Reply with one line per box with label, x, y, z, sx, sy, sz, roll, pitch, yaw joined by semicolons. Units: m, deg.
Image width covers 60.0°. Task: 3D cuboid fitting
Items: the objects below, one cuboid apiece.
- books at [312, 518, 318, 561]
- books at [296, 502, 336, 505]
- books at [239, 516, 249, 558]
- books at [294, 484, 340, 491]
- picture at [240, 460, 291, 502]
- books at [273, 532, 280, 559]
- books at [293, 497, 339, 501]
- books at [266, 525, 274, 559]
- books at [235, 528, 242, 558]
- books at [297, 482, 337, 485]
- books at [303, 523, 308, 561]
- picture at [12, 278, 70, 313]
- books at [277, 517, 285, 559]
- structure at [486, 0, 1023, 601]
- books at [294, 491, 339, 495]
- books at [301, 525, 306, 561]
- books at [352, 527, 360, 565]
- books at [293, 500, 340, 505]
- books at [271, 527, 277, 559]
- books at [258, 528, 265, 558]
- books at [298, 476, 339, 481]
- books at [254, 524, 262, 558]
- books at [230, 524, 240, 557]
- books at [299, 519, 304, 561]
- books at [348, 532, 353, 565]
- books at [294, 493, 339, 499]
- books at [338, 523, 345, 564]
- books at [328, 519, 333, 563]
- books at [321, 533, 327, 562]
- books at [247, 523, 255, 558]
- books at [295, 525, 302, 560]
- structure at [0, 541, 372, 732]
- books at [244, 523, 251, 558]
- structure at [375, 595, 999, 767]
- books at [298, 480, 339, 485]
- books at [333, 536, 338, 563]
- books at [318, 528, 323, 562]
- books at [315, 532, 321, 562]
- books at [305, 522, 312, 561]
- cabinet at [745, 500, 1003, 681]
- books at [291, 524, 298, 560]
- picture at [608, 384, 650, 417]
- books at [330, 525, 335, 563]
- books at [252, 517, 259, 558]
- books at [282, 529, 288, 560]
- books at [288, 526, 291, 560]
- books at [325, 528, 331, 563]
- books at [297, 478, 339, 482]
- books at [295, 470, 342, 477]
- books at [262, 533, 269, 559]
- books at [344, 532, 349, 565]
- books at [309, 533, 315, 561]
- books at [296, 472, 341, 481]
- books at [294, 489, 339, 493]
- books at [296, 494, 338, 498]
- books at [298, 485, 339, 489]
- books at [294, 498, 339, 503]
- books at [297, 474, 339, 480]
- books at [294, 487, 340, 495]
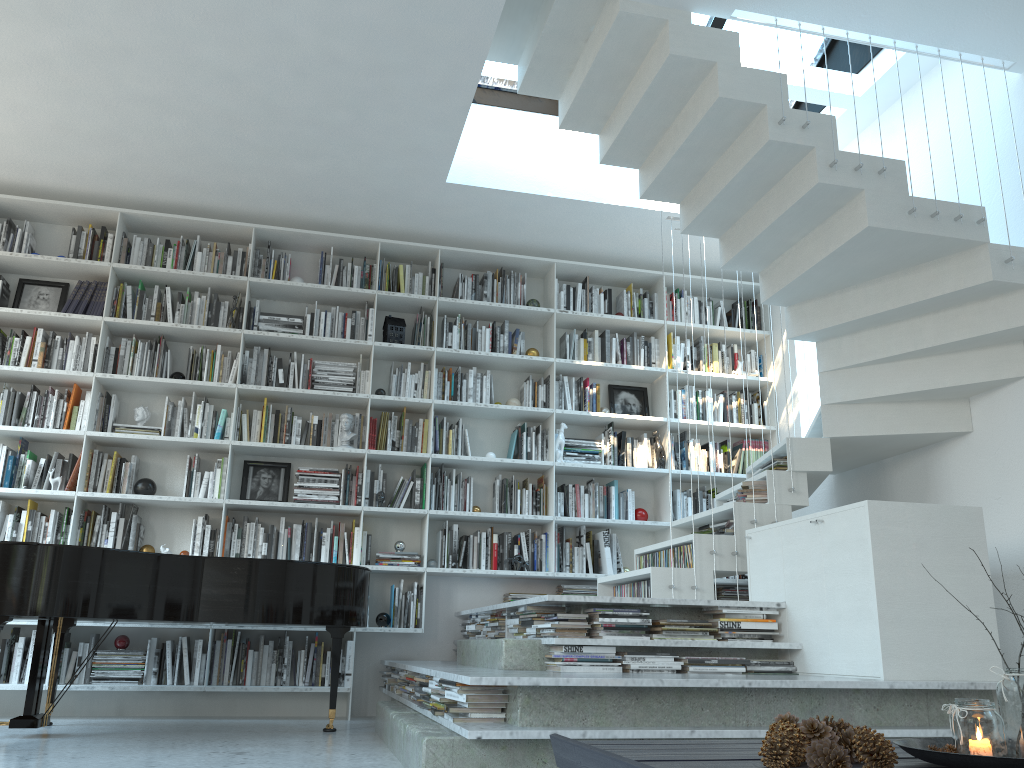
books;-1.263;1.016;5.680;0.012;0.295;0.178;5;-16;-12
books;-1.272;0.791;5.751;0.254;0.012;0.161;4;-17;-11
books;-1.694;0.989;5.605;0.027;0.289;0.141;5;-16;-12
books;-1.267;0.675;5.777;0.285;0.012;0.160;3;-17;-8
picture;-1.601;0.649;5.763;0.300;0.299;0.078;5;-16;-13
books;-1.490;1.043;5.608;0.023;0.196;0.165;5;-17;-12
books;-1.269;0.755;5.754;0.285;0.012;0.160;3;-17;-8
books;-1.528;1.020;5.608;0.029;0.237;0.166;5;-17;-12
books;-1.716;1.022;5.573;0.024;0.207;0.170;5;-17;-12
books;-1.268;0.664;5.785;0.254;0.012;0.161;4;-17;-10
books;-1.322;1.028;5.664;0.010;0.260;0.182;5;-17;-12
picture;-3.053;-0.536;5.737;0.300;0.299;0.078;5;-16;-13
books;-1.468;1.003;5.639;0.026;0.290;0.152;5;-16;-12
structure;1.049;-0.236;4.679;2.614;3.371;1.960;5;-16;-13
books;-1.271;0.723;5.773;0.285;0.012;0.160;5;-17;-12
books;-1.335;1.035;5.671;0.011;0.251;0.159;5;-16;-12
books;-1.009;1.058;5.718;0.033;0.245;0.176;5;-17;-12
books;-1.270;0.777;5.747;0.285;0.012;0.160;6;-17;-17
books;-1.510;1.028;5.621;0.013;0.229;0.139;5;-16;-12
books;-1.581;1.025;5.591;0.023;0.216;0.175;5;-17;-12
books;-1.268;0.629;5.795;0.254;0.012;0.161;6;-17;-15
books;-1.607;1.016;5.610;0.021;0.243;0.142;5;-16;-12
books;-1.738;1.004;5.559;0.027;0.233;0.168;5;-17;-12
books;-1.349;1.019;5.679;0.014;0.285;0.135;5;-16;-12
books;-1.042;1.071;5.712;0.011;0.216;0.166;5;-17;-12
books;-1.272;0.735;5.772;0.285;0.012;0.160;5;-17;-13
books;-1.103;1.042;5.715;0.026;0.271;0.175;5;-16;-12
books;-1.170;1.027;5.708;0.014;0.293;0.138;5;-16;-12
books;-1.209;1.064;5.676;0.023;0.203;0.168;5;-17;-12
books;-1.640;1.008;5.588;0.027;0.245;0.180;5;-17;-12
books;-1.363;1.031;5.646;0.026;0.244;0.192;5;-17;-12
structure;-1.660;1.273;4.321;1.919;0.830;1.338;5;-17;-13
books;-1.669;1.010;5.599;0.024;0.247;0.132;5;-16;-12
structure;0.798;1.481;4.544;2.900;0.657;3.122;5;-17;-12
books;-1.268;0.653;5.788;0.254;0.012;0.161;6;-17;-15
books;-1.135;1.078;5.684;0.023;0.182;0.169;5;-17;-12
books;-1.229;1.051;5.687;0.014;0.234;0.154;5;-16;-12
books;-1.246;1.059;5.669;0.024;0.206;0.183;5;-17;-12
books;-1.302;1.027;5.662;0.028;0.263;0.162;5;-16;-12
cabinet;1.500;0.927;3.875;0.551;0.665;0.996;5;-17;-12
books;-1.394;1.031;5.667;0.025;0.254;0.136;5;-16;-12
picture;0.860;0.153;6.510;0.300;0.299;0.078;5;-16;-13
books;-1.158;1.049;5.713;0.014;0.255;0.145;5;-16;-12
books;-1.619;0.991;5.594;0.013;0.281;0.167;5;-16;-12
books;-1.446;1.041;5.643;0.025;0.220;0.140;5;-16;-12
books;-1.418;1.033;5.644;0.031;0.236;0.159;5;-17;-12
books;-1.186;1.051;5.685;0.023;0.234;0.175;5;-17;-12
books;-1.268;0.640;5.789;0.254;0.012;0.161;6;-17;-16
books;-1.266;0.593;5.800;0.285;0.012;0.160;6;-17;-17
books;-1.555;1.042;5.587;0.029;0.183;0.175;5;-17;-12
books;-1.068;1.070;5.704;0.042;0.211;0.169;5;-17;-12
books;-1.283;1.062;5.673;0.021;0.202;0.128;5;-16;-12
books;-1.268;0.606;5.804;0.285;0.012;0.160;4;-17;-11
books;-1.270;0.711;5.774;0.285;0.012;0.160;4;-17;-11
books;-1.269;0.743;5.758;0.254;0.012;0.161;6;-17;-17
books;-1.268;0.686;5.774;0.254;0.012;0.161;6;-17;-17
books;-1.272;0.769;5.760;0.285;0.012;0.160;5;-17;-13
books;-1.267;0.617;5.796;0.254;0.012;0.161;6;-17;-16
books;-1.268;0.698;5.770;0.285;0.012;0.160;3;-17;-8
